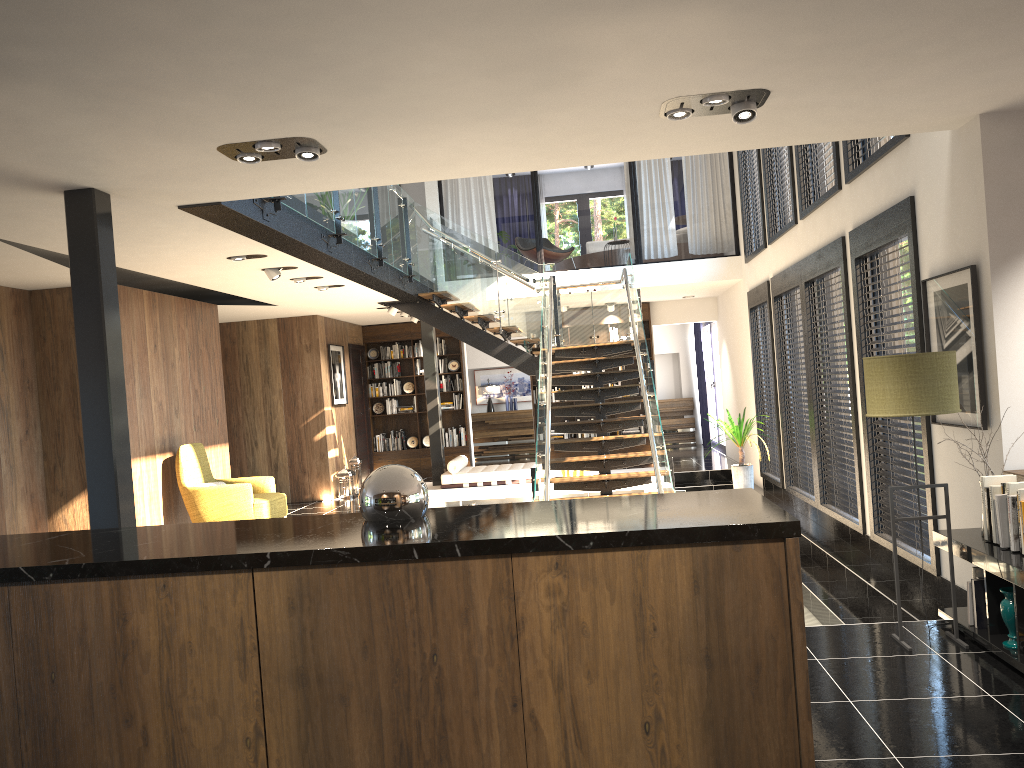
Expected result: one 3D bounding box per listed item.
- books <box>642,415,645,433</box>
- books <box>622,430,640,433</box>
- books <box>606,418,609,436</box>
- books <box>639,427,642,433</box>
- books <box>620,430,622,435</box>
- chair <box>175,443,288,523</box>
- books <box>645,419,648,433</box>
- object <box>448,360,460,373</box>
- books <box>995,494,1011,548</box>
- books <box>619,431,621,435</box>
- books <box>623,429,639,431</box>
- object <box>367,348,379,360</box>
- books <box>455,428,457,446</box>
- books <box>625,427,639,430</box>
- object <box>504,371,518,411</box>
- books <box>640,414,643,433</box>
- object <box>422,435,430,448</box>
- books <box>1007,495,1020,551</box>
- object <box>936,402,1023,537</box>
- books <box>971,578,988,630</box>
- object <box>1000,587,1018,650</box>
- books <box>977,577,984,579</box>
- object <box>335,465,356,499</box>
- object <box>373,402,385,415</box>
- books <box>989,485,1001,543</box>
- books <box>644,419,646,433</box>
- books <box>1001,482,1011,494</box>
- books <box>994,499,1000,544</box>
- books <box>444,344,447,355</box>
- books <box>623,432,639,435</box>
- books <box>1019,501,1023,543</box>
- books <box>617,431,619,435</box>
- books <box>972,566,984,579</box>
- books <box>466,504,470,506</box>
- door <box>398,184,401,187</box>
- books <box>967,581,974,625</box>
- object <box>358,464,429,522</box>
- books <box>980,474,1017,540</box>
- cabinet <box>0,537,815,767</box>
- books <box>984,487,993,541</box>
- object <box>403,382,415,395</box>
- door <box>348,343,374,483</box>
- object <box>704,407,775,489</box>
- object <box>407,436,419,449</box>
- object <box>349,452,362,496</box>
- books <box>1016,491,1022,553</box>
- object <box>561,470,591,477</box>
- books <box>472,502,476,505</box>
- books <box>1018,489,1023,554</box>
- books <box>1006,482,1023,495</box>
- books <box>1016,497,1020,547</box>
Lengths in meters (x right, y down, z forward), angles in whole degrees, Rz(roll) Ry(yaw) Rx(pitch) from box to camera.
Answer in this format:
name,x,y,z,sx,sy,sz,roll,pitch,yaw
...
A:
name,x,y,z,sx,sy,sz,roll,pitch,yaw
books,2.212,0.674,14.931,0.027,0.311,0.148,-4,0,5
books,2.005,0.805,14.960,0.286,0.030,0.176,-4,0,4
books,1.615,0.721,15.007,0.022,0.307,0.131,-4,0,5
books,2.159,0.710,14.933,0.026,0.247,0.149,-4,0,5
books,1.835,0.739,14.959,0.026,0.238,0.159,-4,0,5
chair,-2.900,1.139,9.233,1.031,1.097,0.807,-4,0,4
books,2.263,0.709,14.934,0.022,0.234,0.178,-4,0,5
object,-0.999,-0.305,15.233,0.212,0.222,0.082,-4,0,5
books,2.388,0.637,4.171,0.202,0.255,0.025,-4,1,5
books,1.812,0.760,14.969,0.025,0.199,0.149,-4,0,5
books,2.004,0.777,14.971,0.250,0.026,0.148,-4,0,2
object,-2.400,-0.514,15.354,0.212,0.222,0.082,-4,0,5
books,-0.961,0.918,15.270,0.011,0.300,0.153,-4,0,5
books,2.001,0.752,14.958,0.263,0.024,0.167,-4,0,0
object,-0.038,0.151,18.706,0.272,0.860,0.270,-4,0,20
books,2.184,0.668,14.932,0.030,0.326,0.195,-4,0,5
object,-1.441,0.994,15.287,0.212,0.222,0.082,-4,0,5
books,2.394,0.636,4.086,0.194,0.255,0.034,-4,0,5
object,2.362,0.402,4.515,0.607,0.744,0.406,-4,0,-35
books,2.367,1.075,4.348,0.194,0.244,0.036,-4,0,5
object,2.307,1.070,4.057,0.125,0.258,0.125,-4,0,1
books,2.394,1.073,4.378,0.166,0.245,0.030,-4,0,5
object,-2.449,1.430,13.070,0.262,0.483,0.262,-4,0,5
object,-2.313,0.429,15.385,0.212,0.222,0.082,-4,0,5
books,2.401,0.626,4.286,0.160,0.276,0.030,-4,1,5
books,2.240,0.694,14.939,0.023,0.267,0.147,-4,0,5
books,2.413,0.614,4.197,0.169,0.298,0.032,-4,1,5
books,2.413,0.656,4.258,0.170,0.214,0.025,-4,0,5
books,-1.147,-0.596,15.302,0.022,0.195,0.135,-4,0,5
books,2.008,0.832,14.969,0.273,0.025,0.156,-4,0,3
books,2.373,0.640,3.975,0.162,0.250,0.028,-4,0,5
books,1.786,0.730,14.985,0.024,0.264,0.174,-4,0,5
books,2.402,1.053,4.431,0.176,0.284,0.030,-4,1,5
books,-0.608,1.847,12.375,0.030,0.322,0.202,-4,0,5
door,-2.305,-2.518,15.257,0.931,2.347,0.104,-4,1,5
books,2.366,1.088,4.408,0.196,0.218,0.023,-4,0,5
object,-0.382,0.373,2.871,0.227,0.228,0.227,-4,0,-34
books,2.406,0.608,4.373,0.160,0.312,0.035,-4,1,5
cabinet,-0.977,1.015,2.752,3.564,0.994,0.698,-4,0,5
books,2.415,0.632,4.340,0.173,0.262,0.030,-4,0,5
object,-1.783,0.071,15.330,0.212,0.222,0.082,-4,0,5
door,-2.541,0.519,14.797,0.104,2.347,0.931,-4,0,5
object,2.776,0.960,10.780,0.876,1.338,0.830,-4,0,-6
object,-1.714,1.014,15.318,0.212,0.222,0.082,-4,0,5
object,-2.335,1.343,13.289,0.182,0.643,0.182,-4,0,5
books,2.383,0.624,4.027,0.154,0.280,0.028,-4,1,5
object,0.935,1.344,12.695,0.466,0.510,1.166,-4,0,5
books,-0.512,1.832,12.384,0.051,0.338,0.187,-4,0,5
books,2.386,0.617,4.000,0.177,0.294,0.025,-4,1,5
books,2.403,0.610,4.141,0.155,0.306,0.032,-4,1,5
books,2.393,0.638,4.055,0.142,0.250,0.029,-4,0,5
